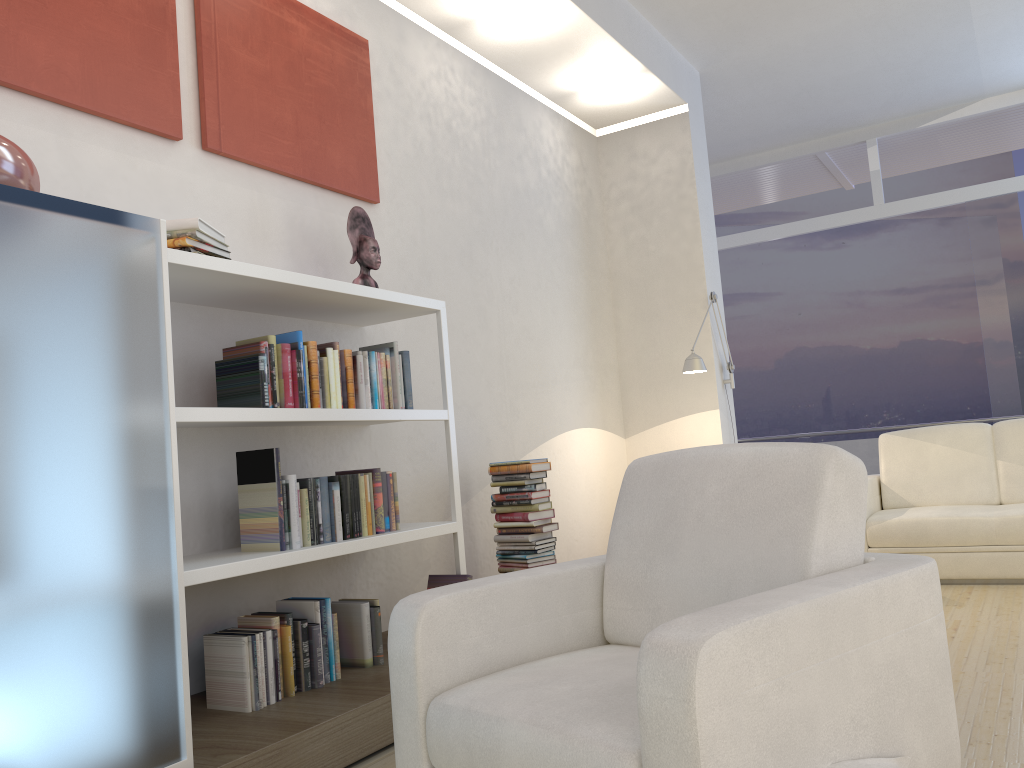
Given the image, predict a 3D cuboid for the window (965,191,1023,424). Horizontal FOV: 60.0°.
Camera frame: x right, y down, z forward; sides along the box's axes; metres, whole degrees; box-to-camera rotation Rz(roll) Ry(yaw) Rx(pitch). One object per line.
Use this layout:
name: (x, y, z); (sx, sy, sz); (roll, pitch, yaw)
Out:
window: (5.291, -0.392, 6.768); (2.988, 2.706, 0.012); (-8, -6, 30)

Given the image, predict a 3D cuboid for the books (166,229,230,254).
books: (-1.115, -0.440, 2.845); (0.328, 0.027, 0.247); (-5, -5, 6)

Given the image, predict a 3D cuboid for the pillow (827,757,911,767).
pillow: (0.606, 0.794, 1.412); (0.615, 0.315, 0.312); (-2, -6, -32)

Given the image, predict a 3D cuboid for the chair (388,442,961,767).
chair: (0.346, 0.563, 1.993); (0.941, 0.828, 0.919); (-1, -6, -39)

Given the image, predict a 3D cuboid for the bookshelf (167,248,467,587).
bookshelf: (-0.832, 0.342, 3.147); (0.465, 1.396, 1.599); (-8, -6, 30)

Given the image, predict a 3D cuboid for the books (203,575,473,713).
books: (-0.587, 0.892, 3.227); (0.274, 0.281, 1.125); (-8, -6, 37)

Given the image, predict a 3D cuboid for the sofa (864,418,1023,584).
sofa: (3.024, 0.606, 4.913); (2.166, 0.862, 0.941); (-8, -6, 30)

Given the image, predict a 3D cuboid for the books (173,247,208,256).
books: (-1.117, -0.391, 2.842); (0.287, 0.018, 0.247); (-5, -5, 4)

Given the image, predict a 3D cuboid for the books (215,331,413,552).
books: (-0.675, 0.198, 3.271); (0.215, 0.743, 0.831); (-8, -6, 30)

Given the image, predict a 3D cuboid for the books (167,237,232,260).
books: (-1.094, -0.414, 2.838); (0.287, 0.025, 0.247); (-6, -5, 15)

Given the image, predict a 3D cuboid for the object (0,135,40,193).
object: (-1.426, -0.502, 2.110); (0.534, 0.206, 0.546); (-3, -5, -23)

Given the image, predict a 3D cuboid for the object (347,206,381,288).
object: (-0.615, -0.540, 3.682); (0.133, 0.409, 0.138); (-4, -5, -13)

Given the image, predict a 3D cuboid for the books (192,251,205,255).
books: (-1.109, -0.373, 2.840); (0.328, 0.018, 0.247); (-5, -5, 6)

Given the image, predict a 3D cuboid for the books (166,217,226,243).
books: (-1.118, -0.472, 2.848); (0.319, 0.038, 0.247); (-5, -5, 1)

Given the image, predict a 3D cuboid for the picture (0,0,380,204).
picture: (-1.487, -1.289, 2.807); (0.030, 0.794, 3.227); (-8, -6, 30)

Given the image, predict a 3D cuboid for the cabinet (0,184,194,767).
cabinet: (-1.563, 0.280, 1.702); (0.689, 1.396, 1.670); (-8, -6, 30)

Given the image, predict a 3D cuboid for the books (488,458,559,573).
books: (0.079, 0.724, 4.383); (0.329, 0.694, 0.270); (-8, -6, 30)

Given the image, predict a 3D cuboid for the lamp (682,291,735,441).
lamp: (1.303, 0.288, 5.805); (0.204, 1.841, 0.891); (-7, -5, 26)
